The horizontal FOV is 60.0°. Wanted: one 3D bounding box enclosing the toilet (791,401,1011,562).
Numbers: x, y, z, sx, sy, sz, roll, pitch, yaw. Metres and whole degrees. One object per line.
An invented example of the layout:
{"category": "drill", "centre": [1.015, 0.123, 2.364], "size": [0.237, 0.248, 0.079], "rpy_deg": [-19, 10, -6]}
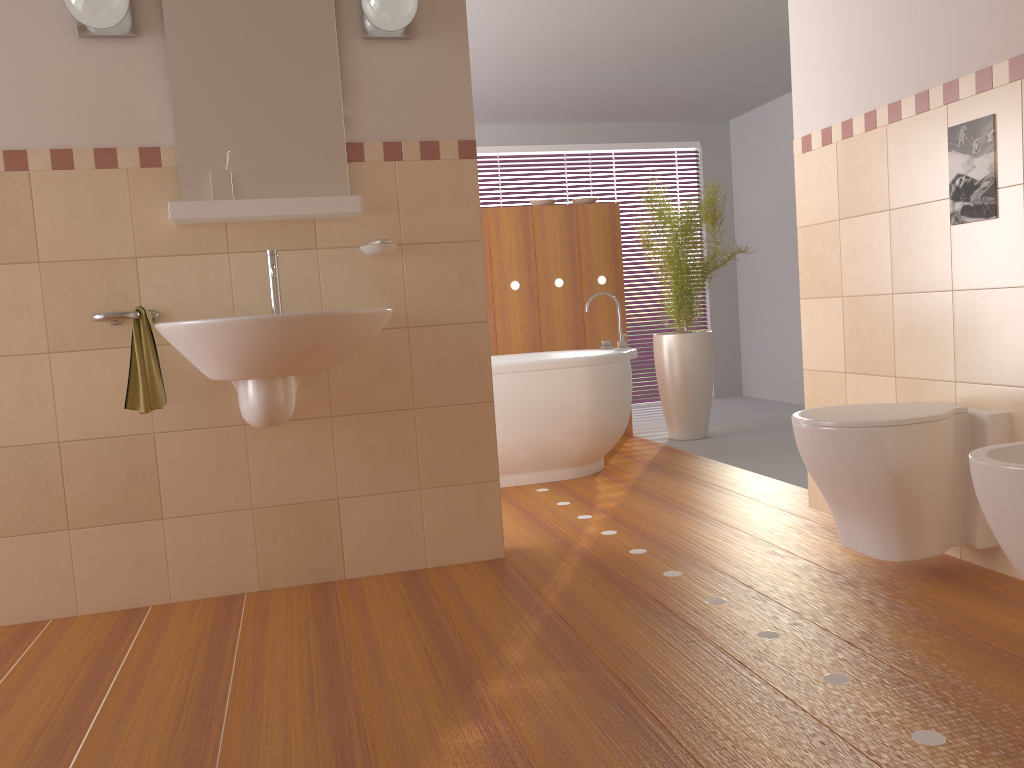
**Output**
{"category": "toilet", "centre": [1.073, 0.272, 2.534], "size": [0.534, 0.400, 0.375], "rpy_deg": [-5, 5, -14]}

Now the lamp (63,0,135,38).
{"category": "lamp", "centre": [-1.174, -1.092, 2.511], "size": [0.173, 0.173, 0.209], "rpy_deg": [-5, 5, -14]}

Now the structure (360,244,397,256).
{"category": "structure", "centre": [-0.419, -0.423, 2.800], "size": [0.117, 0.029, 0.092], "rpy_deg": [-5, 5, -14]}

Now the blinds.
{"category": "blinds", "centre": [-0.690, -0.702, 6.763], "size": [4.712, 2.022, 0.032], "rpy_deg": [-5, 5, -14]}

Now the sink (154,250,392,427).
{"category": "sink", "centre": [-0.665, -0.136, 2.528], "size": [0.683, 0.516, 0.539], "rpy_deg": [-5, 5, -14]}

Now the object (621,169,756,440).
{"category": "object", "centre": [1.113, -0.454, 5.288], "size": [0.683, 1.557, 1.335], "rpy_deg": [-2, 5, 19]}

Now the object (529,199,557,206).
{"category": "object", "centre": [0.197, -1.119, 5.536], "size": [0.173, 0.046, 0.173], "rpy_deg": [-5, 5, -14]}

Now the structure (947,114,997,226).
{"category": "structure", "centre": [1.280, -0.591, 2.470], "size": [0.005, 0.279, 0.170], "rpy_deg": [-5, 5, -14]}

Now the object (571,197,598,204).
{"category": "object", "centre": [0.460, -1.142, 5.600], "size": [0.173, 0.046, 0.173], "rpy_deg": [-5, 5, -14]}

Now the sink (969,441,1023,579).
{"category": "sink", "centre": [1.237, 0.254, 1.889], "size": [0.515, 0.517, 0.335], "rpy_deg": [-5, 5, -14]}

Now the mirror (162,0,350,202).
{"category": "mirror", "centre": [-0.782, -0.961, 2.707], "size": [0.502, 0.799, 0.008], "rpy_deg": [-5, 5, -14]}

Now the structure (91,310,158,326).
{"category": "structure", "centre": [-1.104, -0.191, 2.519], "size": [0.142, 0.042, 0.333], "rpy_deg": [-5, 5, -14]}

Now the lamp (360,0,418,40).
{"category": "lamp", "centre": [-0.375, -1.163, 2.706], "size": [0.173, 0.173, 0.209], "rpy_deg": [-5, 5, -14]}

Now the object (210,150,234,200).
{"category": "object", "centre": [-0.866, -0.616, 2.646], "size": [0.063, 0.149, 0.073], "rpy_deg": [-5, 5, -14]}

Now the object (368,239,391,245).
{"category": "object", "centre": [-0.419, -0.445, 2.799], "size": [0.075, 0.023, 0.050], "rpy_deg": [0, 6, 41]}

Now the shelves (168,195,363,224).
{"category": "shelves", "centre": [-0.740, -0.528, 2.691], "size": [0.554, 0.050, 0.138], "rpy_deg": [-5, 5, -14]}

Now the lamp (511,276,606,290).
{"category": "lamp", "centre": [0.019, -0.598, 5.387], "size": [1.169, 0.052, 0.001], "rpy_deg": [-5, 5, -14]}

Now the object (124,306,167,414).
{"category": "object", "centre": [-1.039, -0.068, 2.538], "size": [0.085, 0.306, 0.181], "rpy_deg": [-4, 5, 2]}

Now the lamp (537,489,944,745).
{"category": "lamp", "centre": [-1.026, 0.710, 2.355], "size": [3.173, 0.001, 2.893], "rpy_deg": [-5, 5, -14]}

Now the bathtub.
{"category": "bathtub", "centre": [-0.241, 0.031, 4.517], "size": [1.874, 0.900, 0.888], "rpy_deg": [-5, 5, -14]}
